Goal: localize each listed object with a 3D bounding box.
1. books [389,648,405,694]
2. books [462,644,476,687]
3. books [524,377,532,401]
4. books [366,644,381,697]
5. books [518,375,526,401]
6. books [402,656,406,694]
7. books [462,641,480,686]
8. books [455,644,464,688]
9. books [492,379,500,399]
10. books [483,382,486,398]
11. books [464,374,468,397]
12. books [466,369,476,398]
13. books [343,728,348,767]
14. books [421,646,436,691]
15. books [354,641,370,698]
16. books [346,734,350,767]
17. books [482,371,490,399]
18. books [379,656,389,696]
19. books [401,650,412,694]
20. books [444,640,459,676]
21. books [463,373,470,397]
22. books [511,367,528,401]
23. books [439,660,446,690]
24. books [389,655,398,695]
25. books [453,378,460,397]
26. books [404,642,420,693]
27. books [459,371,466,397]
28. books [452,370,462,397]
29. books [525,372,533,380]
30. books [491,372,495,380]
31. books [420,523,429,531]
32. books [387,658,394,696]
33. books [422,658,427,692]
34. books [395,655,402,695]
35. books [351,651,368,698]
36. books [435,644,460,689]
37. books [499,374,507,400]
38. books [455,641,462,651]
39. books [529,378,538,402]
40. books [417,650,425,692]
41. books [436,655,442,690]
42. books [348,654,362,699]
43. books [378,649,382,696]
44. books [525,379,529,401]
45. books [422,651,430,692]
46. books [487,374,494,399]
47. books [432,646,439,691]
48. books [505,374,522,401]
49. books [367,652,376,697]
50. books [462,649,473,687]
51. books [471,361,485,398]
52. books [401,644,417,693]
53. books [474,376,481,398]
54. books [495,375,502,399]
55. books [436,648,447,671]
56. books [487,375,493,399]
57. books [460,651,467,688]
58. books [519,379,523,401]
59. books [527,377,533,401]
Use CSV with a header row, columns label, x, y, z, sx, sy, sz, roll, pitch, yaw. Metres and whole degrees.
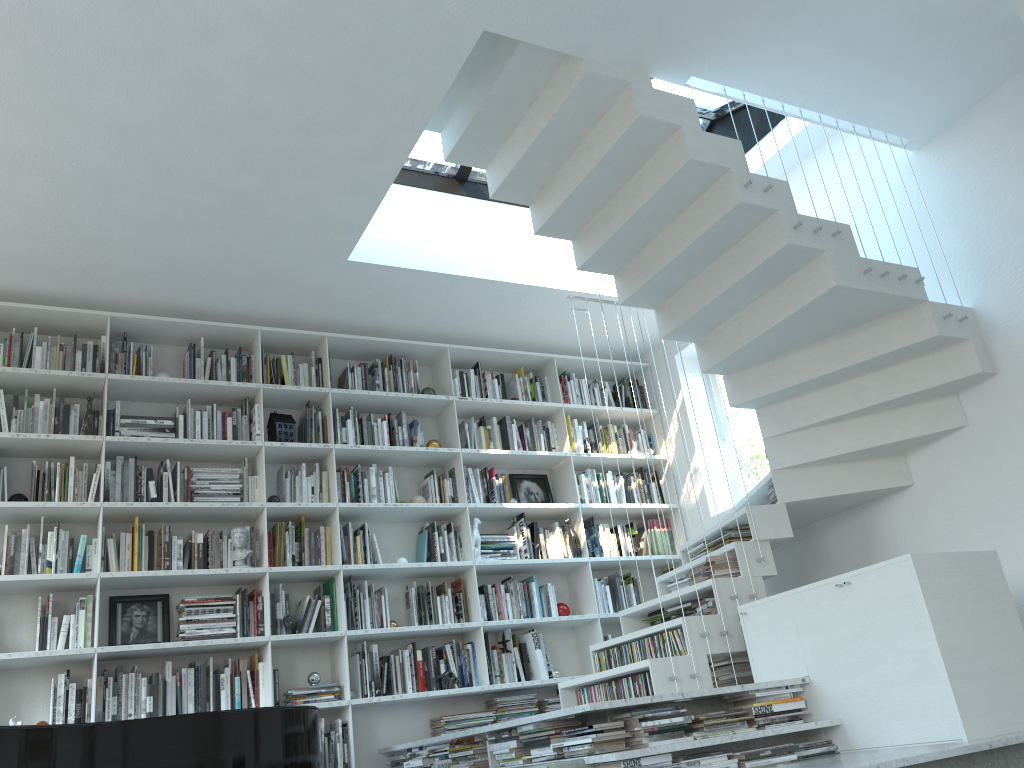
label,x,y,z,sx,sy,sz,roll,pitch,yaw
books,-0.670,1.689,5.169,0.014,0.266,0.172,4,-25,-28
books,-0.274,1.719,5.368,0.026,0.257,0.157,4,-25,-28
books,0.085,0.093,6.375,0.031,0.247,0.165,4,-25,-28
books,-0.805,1.658,5.082,0.030,0.293,0.189,4,-25,-28
books,0.038,0.088,6.352,0.016,0.250,0.189,4,-25,-28
books,-0.658,1.713,5.171,0.012,0.220,0.153,4,-25,-28
books,-0.253,1.714,5.383,0.025,0.271,0.172,4,-25,-28
books,-0.344,1.716,5.344,0.021,0.263,0.150,4,-25,-28
books,-0.144,0.094,6.235,0.024,0.201,0.190,4,-25,-28
books,-0.231,0.089,6.218,0.030,0.219,0.133,4,-25,-28
books,-0.354,0.069,6.140,0.024,0.230,0.169,4,-25,-28
books,-0.301,0.052,6.178,0.048,0.277,0.150,4,-25,-28
books,-0.914,1.982,4.767,0.013,0.232,0.149,4,-25,-28
books,-0.506,1.701,5.248,0.026,0.261,0.174,4,-25,-28
books,-0.857,1.645,5.060,0.010,0.315,0.187,4,-25,-28
books,-0.907,2.000,4.778,0.012,0.205,0.161,4,-25,-28
books,-0.205,0.064,6.220,0.014,0.261,0.169,4,-25,-28
books,-0.757,1.697,5.110,0.065,0.230,0.162,4,-25,-28
books,-0.636,1.694,5.172,0.025,0.251,0.182,4,-25,-28
books,-0.361,1.701,5.341,0.013,0.292,0.135,4,-25,-28
books,-0.340,0.069,6.169,0.027,0.248,0.140,4,-25,-28
books,0.058,0.058,6.377,0.007,0.319,0.166,4,-25,-28
books,-0.437,1.744,5.269,0.025,0.180,0.169,4,-25,-28
books,-0.711,1.704,5.147,0.029,0.233,0.143,4,-25,-28
books,-0.410,0.080,6.084,0.022,0.181,0.190,4,-25,-28
books,-0.588,1.678,5.203,0.012,0.292,0.176,4,-25,-28
books,-0.373,0.059,6.123,0.026,0.240,0.185,4,-25,-28
books,-0.399,0.055,6.117,0.025,0.249,0.178,4,-25,-28
books,0.129,0.079,6.423,0.020,0.298,0.131,4,-25,-28
books,-0.146,0.070,6.279,0.012,0.278,0.153,4,-25,-28
books,-0.532,1.032,5.587,0.016,0.289,0.135,4,-25,-28
books,-0.723,1.706,5.126,0.011,0.216,0.176,4,-25,-28
books,-0.549,1.713,5.230,0.025,0.237,0.157,4,-25,-28
books,-0.685,1.707,5.155,0.024,0.227,0.160,4,-25,-28
books,-0.868,1.668,5.041,0.023,0.261,0.187,4,-25,-28
books,-0.391,1.707,5.309,0.070,0.265,0.186,4,-25,-28
books,-0.092,0.077,6.286,0.030,0.256,0.165,4,-25,-28
books,-0.326,1.715,5.372,0.012,0.281,0.144,4,-25,-28
books,0.126,0.099,6.386,0.018,0.234,0.187,4,-25,-28
books,-0.567,1.702,5.206,0.031,0.243,0.185,4,-25,-28
books,-0.462,1.731,5.268,0.022,0.210,0.136,4,-25,-28
books,-0.892,1.678,5.047,0.012,0.253,0.161,4,-25,-28
books,-0.790,1.671,5.096,0.010,0.276,0.174,4,-25,-28
books,0.074,0.099,6.356,0.007,0.225,0.171,4,-25,-28
books,-0.532,1.715,5.246,0.021,0.241,0.131,4,-25,-28
books,-0.174,0.074,6.245,0.021,0.253,0.152,4,-25,-28
books,-0.486,1.705,5.266,0.026,0.262,0.170,4,-25,-28
books,0.012,0.081,6.330,0.019,0.255,0.170,4,-25,-28
books,-0.826,1.674,5.064,0.023,0.255,0.179,4,-25,-28
books,-0.292,1.729,5.346,0.025,0.227,0.176,4,-25,-28
books,-0.247,0.027,6.210,0.014,0.330,0.181,4,-25,-28
books,-0.608,1.689,5.213,0.012,0.284,0.160,4,-25,-28
books,-0.265,0.076,6.189,0.030,0.230,0.148,4,-25,-28
books,-0.117,0.082,6.286,0.012,0.253,0.161,4,-25,-28
books,-0.427,1.715,5.292,0.012,0.248,0.165,4,-25,-28
books,-0.188,0.077,6.225,0.022,0.235,0.172,4,-25,-28
books,-0.321,1.732,5.334,0.013,0.219,0.169,4,-25,-28
books,0.025,0.099,6.332,0.008,0.219,0.183,4,-25,-28
books,0.099,0.097,6.400,0.017,0.256,0.147,4,-25,-28
